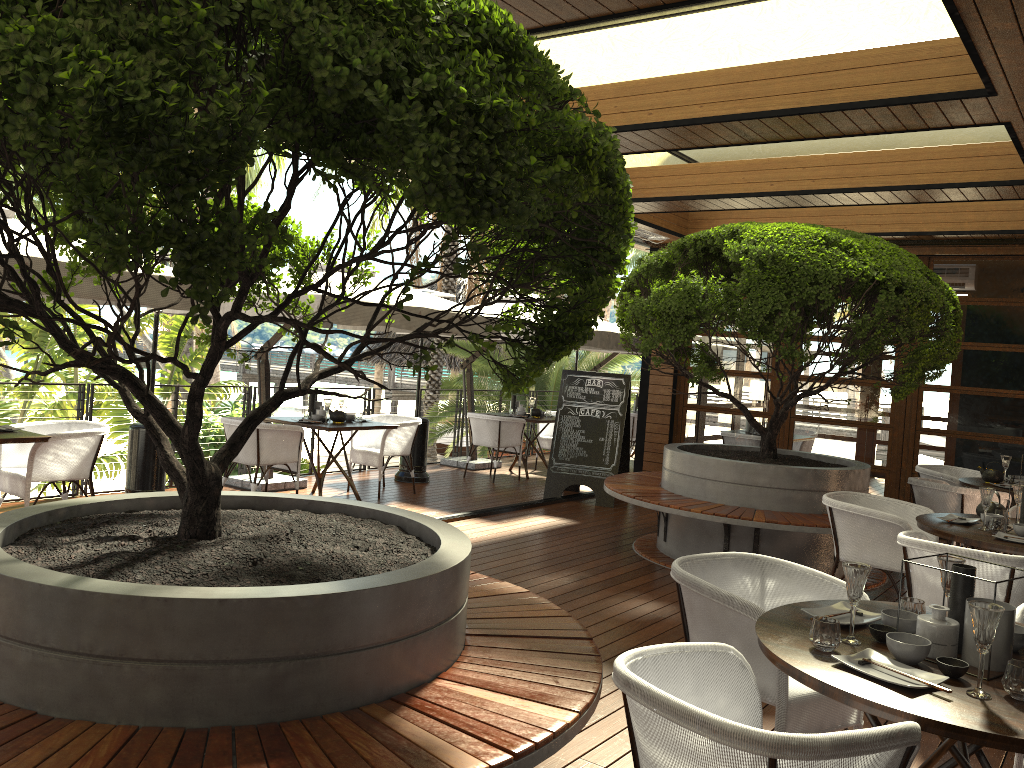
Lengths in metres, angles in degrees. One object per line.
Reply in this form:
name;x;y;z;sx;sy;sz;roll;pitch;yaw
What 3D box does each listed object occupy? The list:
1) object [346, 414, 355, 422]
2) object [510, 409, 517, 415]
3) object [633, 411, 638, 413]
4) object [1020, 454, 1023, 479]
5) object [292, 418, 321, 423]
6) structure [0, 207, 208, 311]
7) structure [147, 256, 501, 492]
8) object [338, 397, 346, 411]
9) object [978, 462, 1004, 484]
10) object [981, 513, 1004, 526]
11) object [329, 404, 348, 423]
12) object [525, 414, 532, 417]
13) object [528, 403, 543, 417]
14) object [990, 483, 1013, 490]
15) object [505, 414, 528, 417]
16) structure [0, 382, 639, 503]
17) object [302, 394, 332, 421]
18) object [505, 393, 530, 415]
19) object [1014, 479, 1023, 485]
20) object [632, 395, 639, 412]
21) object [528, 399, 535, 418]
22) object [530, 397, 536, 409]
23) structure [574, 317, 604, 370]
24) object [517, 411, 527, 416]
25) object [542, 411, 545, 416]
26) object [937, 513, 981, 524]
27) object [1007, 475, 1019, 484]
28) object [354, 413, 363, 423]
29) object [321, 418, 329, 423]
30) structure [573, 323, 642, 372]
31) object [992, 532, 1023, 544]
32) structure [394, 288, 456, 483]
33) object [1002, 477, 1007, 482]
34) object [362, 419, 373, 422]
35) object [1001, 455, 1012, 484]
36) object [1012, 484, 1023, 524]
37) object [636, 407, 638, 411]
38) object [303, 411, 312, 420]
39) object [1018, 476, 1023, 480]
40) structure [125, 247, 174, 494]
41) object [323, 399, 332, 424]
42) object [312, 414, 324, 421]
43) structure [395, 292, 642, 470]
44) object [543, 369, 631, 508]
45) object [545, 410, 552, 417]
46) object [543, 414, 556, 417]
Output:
object;-1.590;0.332;8.653;0.116;0.065;0.116;5;2;34
object;0.024;0.355;11.159;0.086;0.086;0.086;5;2;40
object;2.046;0.448;13.736;0.295;0.025;0.170;6;2;35
object;4.306;0.716;7.133;0.263;0.264;0.263;4;1;-20
object;-1.886;0.346;8.203;0.295;0.025;0.170;6;2;35
structure;-3.751;-0.112;5.786;2.415;2.332;2.413;5;2;35
structure;-1.796;-0.061;8.537;2.415;2.332;2.413;5;2;35
object;-1.692;0.236;8.782;0.082;0.227;0.082;5;1;36
object;3.951;0.726;7.288;0.163;0.179;0.168;4;1;-17
object;2.700;0.769;4.989;0.116;0.065;0.116;3;2;-42
object;-1.651;0.277;8.447;0.163;0.179;0.168;5;2;37
object;0.204;0.395;11.056;0.080;0.042;0.080;5;2;27
object;0.305;0.328;11.204;0.168;0.179;0.163;5;2;33
object;3.934;0.813;6.970;0.170;0.025;0.295;4;2;-15
object;0.071;0.397;10.957;0.295;0.025;0.170;6;2;35
structure;-5.271;0.532;5.642;0.163;1.153;26.257;5;2;35
object;-1.891;0.212;8.622;0.263;0.264;0.263;4;1;-10
object;0.066;0.263;11.376;0.263;0.264;0.263;4;1;-10
object;4.074;0.800;7.078;0.116;0.065;0.116;4;2;6
object;2.040;0.314;14.155;0.263;0.264;0.263;4;1;-10
object;0.240;0.304;10.979;0.082;0.227;0.082;5;1;36
object;0.264;0.287;11.536;0.082;0.227;0.082;5;1;36
structure;0.907;0.057;12.856;0.699;2.192;0.699;5;1;23
object;0.124;0.375;11.112;0.116;0.065;0.116;6;2;39
object;0.367;0.383;11.406;0.116;0.065;0.116;6;2;39
object;2.535;0.775;5.052;0.170;0.025;0.294;6;3;44
object;4.064;0.784;7.191;0.086;0.086;0.086;5;2;35
object;-1.490;0.330;8.602;0.086;0.086;0.086;5;2;40
object;-1.753;0.344;8.303;0.080;0.042;0.080;4;2;-3
structure;2.114;0.041;14.040;2.415;2.332;2.413;5;2;35
object;2.627;0.800;4.522;0.295;0.025;0.170;6;2;39
structure;-1.061;0.005;10.087;0.699;2.192;0.699;5;1;23
object;4.141;0.810;7.518;0.294;0.025;0.170;4;2;-20
object;-1.539;0.351;8.809;0.295;0.025;0.170;6;2;35
object;4.080;0.708;7.334;0.082;0.227;0.082;4;1;-30
object;2.927;0.697;5.121;0.082;0.227;0.082;5;1;28
object;1.999;0.407;13.938;0.086;0.086;0.086;5;2;40
object;-1.933;0.305;8.405;0.086;0.086;0.086;5;2;40
object;4.264;0.804;7.381;0.116;0.065;0.116;3;2;-44
structure;-2.989;-0.045;7.374;0.699;2.192;0.699;5;1;23
object;-1.717;0.253;8.226;0.082;0.227;0.082;5;1;24
object;-1.832;0.324;8.358;0.116;0.065;0.116;5;2;34
structure;0.159;-0.010;11.289;2.415;2.332;2.413;5;2;35
object;0.874;0.563;9.705;0.769;1.396;0.771;5;1;20
object;0.467;0.381;11.356;0.086;0.086;0.086;5;2;40
object;0.418;0.402;11.563;0.295;0.025;0.170;6;2;35
